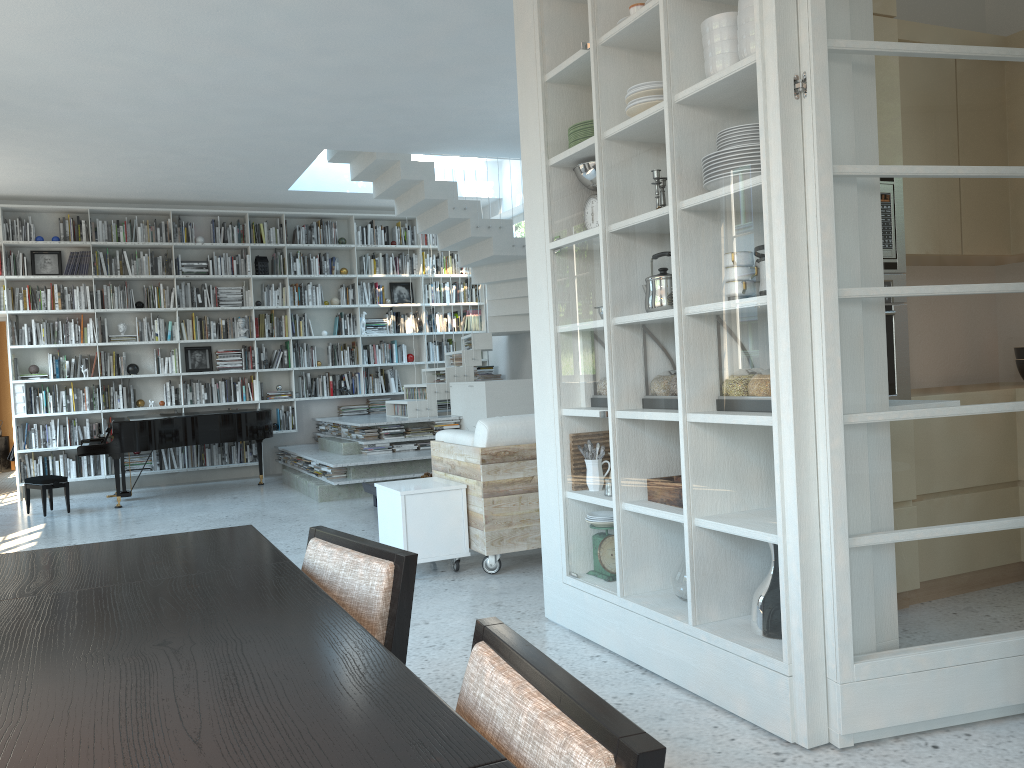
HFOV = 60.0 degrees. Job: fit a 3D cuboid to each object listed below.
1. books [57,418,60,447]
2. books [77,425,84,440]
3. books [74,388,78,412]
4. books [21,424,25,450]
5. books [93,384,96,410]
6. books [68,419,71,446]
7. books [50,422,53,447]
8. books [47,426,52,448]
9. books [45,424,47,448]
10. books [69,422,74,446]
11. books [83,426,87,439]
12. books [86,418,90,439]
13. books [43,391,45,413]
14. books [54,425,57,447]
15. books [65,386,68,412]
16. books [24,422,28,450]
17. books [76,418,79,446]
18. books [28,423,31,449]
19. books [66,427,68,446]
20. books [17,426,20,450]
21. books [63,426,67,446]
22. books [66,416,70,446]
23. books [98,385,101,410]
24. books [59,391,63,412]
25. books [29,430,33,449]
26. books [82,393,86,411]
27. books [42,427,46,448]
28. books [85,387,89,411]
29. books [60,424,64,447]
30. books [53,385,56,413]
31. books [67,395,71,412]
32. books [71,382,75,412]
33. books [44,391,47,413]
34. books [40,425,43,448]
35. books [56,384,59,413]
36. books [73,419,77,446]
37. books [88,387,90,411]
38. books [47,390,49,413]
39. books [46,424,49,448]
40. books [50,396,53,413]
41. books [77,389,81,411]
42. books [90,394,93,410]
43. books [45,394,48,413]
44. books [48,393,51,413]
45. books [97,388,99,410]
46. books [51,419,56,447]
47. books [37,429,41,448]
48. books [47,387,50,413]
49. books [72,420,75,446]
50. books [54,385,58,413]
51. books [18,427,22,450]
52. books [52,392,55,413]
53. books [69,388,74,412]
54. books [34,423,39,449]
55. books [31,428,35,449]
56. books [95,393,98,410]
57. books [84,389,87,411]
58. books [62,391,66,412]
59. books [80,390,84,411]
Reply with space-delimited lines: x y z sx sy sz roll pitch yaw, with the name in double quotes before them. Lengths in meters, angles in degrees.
"books" -4.960 0.531 9.694 0.039 0.307 0.172 -4 2 -25
"books" -4.760 0.564 9.797 0.058 0.216 0.177 -4 1 -25
"books" -4.799 0.171 9.762 0.028 0.260 0.181 -4 2 -25
"books" -5.264 0.564 9.544 0.011 0.277 0.189 -4 2 -25
"books" -4.633 0.148 9.837 0.014 0.286 0.179 -4 2 -25
"books" -4.861 0.531 9.744 0.012 0.295 0.176 -4 2 -25
"books" -5.028 0.551 9.690 0.013 0.274 0.146 -4 2 -25
"books" -5.038 0.575 9.665 0.028 0.229 0.157 -4 2 -25
"books" -5.063 0.562 9.645 0.013 0.257 0.189 -4 1 -25
"books" -4.849 0.550 9.769 0.029 0.254 0.153 -4 2 -25
"books" -4.727 0.569 9.832 0.030 0.203 0.142 -4 2 -25
"books" -4.701 0.525 9.834 0.025 0.288 0.130 -4 2 -25
"books" -5.082 0.197 9.644 0.014 0.243 0.171 -4 2 -25
"books" -4.990 0.570 9.703 0.012 0.232 0.148 -4 2 -25
"books" -4.889 0.166 9.731 0.014 0.282 0.150 -4 2 -25
"books" -5.240 0.559 9.565 0.052 0.283 0.172 -4 2 -25
"books" -4.794 0.524 9.779 0.013 0.301 0.172 -4 2 -25
"books" -5.219 0.563 9.596 0.010 0.274 0.150 -4 2 -25
"books" -4.888 0.575 9.746 0.013 0.209 0.154 -4 1 -25
"books" -5.312 0.578 9.555 0.012 0.254 0.161 -4 2 -25
"books" -4.907 0.569 9.737 0.028 0.225 0.134 -4 2 -25
"books" -4.870 0.517 9.731 0.014 0.325 0.170 -4 2 -25
"books" -4.597 0.149 9.885 0.024 0.280 0.136 -4 2 -25
"books" -4.947 0.195 9.725 0.045 0.230 0.138 -4 2 -25
"books" -5.202 0.600 9.605 0.024 0.198 0.148 -4 1 -25
"books" -4.735 0.200 9.816 0.023 0.194 0.140 -4 1 -25
"books" -5.079 0.580 9.635 0.028 0.223 0.189 -4 1 -25
"books" -4.698 0.163 9.809 0.021 0.265 0.185 -4 2 -25
"books" -4.936 0.563 9.729 0.031 0.239 0.132 -4 2 -25
"books" -5.003 0.163 9.706 0.009 0.299 0.141 -4 2 -25
"books" -4.863 0.214 9.733 0.029 0.181 0.190 -4 1 -25
"books" -4.826 0.141 9.759 0.021 0.323 0.172 -4 2 -25
"books" -5.066 0.195 9.636 0.009 0.244 0.184 -4 1 -24
"books" -5.116 0.569 9.655 0.022 0.248 0.133 -4 2 -25
"books" -4.967 0.158 9.696 0.012 0.306 0.189 -4 2 -25
"books" -4.811 0.530 9.776 0.022 0.291 0.137 -4 2 -25
"books" -4.690 0.165 9.833 0.013 0.260 0.142 -4 2 -25
"books" -5.054 0.177 9.666 0.009 0.278 0.157 -4 2 -25
"books" -5.050 0.564 9.645 0.010 0.252 0.177 -4 2 -25
"books" -5.011 0.220 9.662 0.016 0.189 0.183 -4 1 -25
"books" -4.775 0.175 9.779 0.028 0.249 0.159 -4 2 -25
"books" -4.664 0.202 9.845 0.041 0.181 0.141 -4 1 -25
"books" -5.068 0.211 9.670 0.016 0.211 0.146 -4 2 -25
"books" -5.028 0.206 9.659 0.015 0.219 0.190 -4 1 -25
"books" -4.603 0.170 9.859 0.010 0.240 0.174 -4 1 -25
"books" -5.008 0.537 9.692 0.027 0.299 0.142 -4 2 -25
"books" -5.135 0.595 9.642 0.025 0.200 0.137 -4 2 -25
"books" -5.038 0.172 9.648 0.007 0.286 0.182 -4 2 -25
"books" -4.832 0.535 9.780 0.013 0.284 0.139 -4 2 -25
"books" -4.976 0.162 9.679 0.019 0.300 0.180 -4 2 -25
"books" -5.288 0.585 9.551 0.029 0.239 0.154 -4 2 -25
"books" -5.012 0.198 9.700 0.016 0.231 0.136 -4 2 -25
"books" -4.845 0.177 9.753 0.026 0.254 0.176 -4 2 -25
"books" -5.152 0.563 9.610 0.029 0.266 0.171 -4 2 -25
"books" -5.172 0.587 9.595 0.022 0.220 0.187 -4 1 -25
"books" -4.627 0.197 9.876 0.023 0.187 0.130 -4 2 -25
"books" -4.719 0.173 9.818 0.010 0.246 0.160 -4 2 -25
"books" -4.907 0.193 9.725 0.027 0.230 0.159 -4 2 -25
"books" -4.757 0.184 9.803 0.025 0.229 0.153 -4 2 -25
